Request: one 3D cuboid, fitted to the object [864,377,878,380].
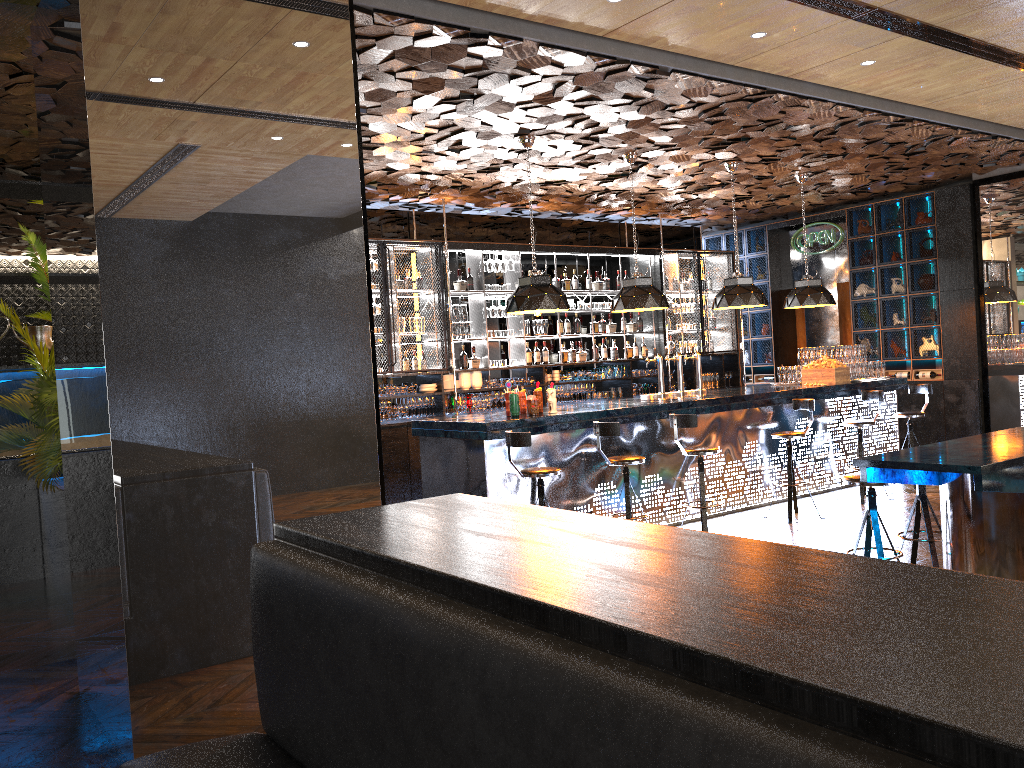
[{"bbox_3d":[4.061,-0.055,10.487,0.273,0.019,0.437,-4,2,-36],"label":"object"}]

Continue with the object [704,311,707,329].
[{"bbox_3d":[2.898,-0.960,13.235,0.086,0.299,0.086,-3,1,13],"label":"object"}]

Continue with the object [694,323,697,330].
[{"bbox_3d":[2.707,-0.841,12.983,0.089,0.092,0.089,-2,2,39],"label":"object"}]

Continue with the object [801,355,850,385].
[{"bbox_3d":[3.588,-0.170,10.119,0.340,0.332,0.464,-4,2,-32],"label":"object"}]

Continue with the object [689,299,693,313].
[{"bbox_3d":[2.650,-1.177,13.147,0.092,0.244,0.092,-5,2,-41],"label":"object"}]

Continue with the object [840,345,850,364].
[{"bbox_3d":[3.831,-0.341,10.220,0.105,0.209,0.105,-4,1,-11],"label":"object"}]

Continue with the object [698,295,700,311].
[{"bbox_3d":[2.746,-1.180,13.014,0.092,0.244,0.092,-5,2,-41],"label":"object"}]

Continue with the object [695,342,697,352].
[{"bbox_3d":[2.703,-0.535,13.108,0.105,0.209,0.105,-2,2,39],"label":"object"}]

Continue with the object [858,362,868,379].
[{"bbox_3d":[4.086,-0.150,10.336,0.105,0.209,0.105,-4,1,-11],"label":"object"}]

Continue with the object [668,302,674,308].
[{"bbox_3d":[2.268,-1.132,12.704,0.089,0.092,0.089,-3,1,15],"label":"object"}]

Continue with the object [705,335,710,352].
[{"bbox_3d":[2.890,-0.587,13.217,0.083,0.282,0.083,-2,2,39],"label":"object"}]

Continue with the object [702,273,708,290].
[{"bbox_3d":[2.866,-1.521,13.220,0.083,0.282,0.083,-4,1,-21],"label":"object"}]

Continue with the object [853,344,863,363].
[{"bbox_3d":[4.054,-0.359,10.392,0.105,0.209,0.105,-4,1,-11],"label":"object"}]

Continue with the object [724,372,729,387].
[{"bbox_3d":[3.158,-0.063,13.131,0.101,0.227,0.101,-3,2,32],"label":"object"}]

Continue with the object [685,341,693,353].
[{"bbox_3d":[2.573,-0.522,12.877,0.105,0.209,0.105,-2,2,39],"label":"object"}]

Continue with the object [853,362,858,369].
[{"bbox_3d":[4.029,-0.149,10.437,0.105,0.209,0.105,-4,1,-11],"label":"object"}]

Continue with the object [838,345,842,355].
[{"bbox_3d":[3.843,-0.345,10.379,0.105,0.209,0.105,-4,1,-11],"label":"object"}]

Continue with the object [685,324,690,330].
[{"bbox_3d":[2.556,-0.830,12.949,0.089,0.092,0.089,-4,2,-35],"label":"object"}]

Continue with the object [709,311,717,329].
[{"bbox_3d":[3.010,-0.960,13.311,0.083,0.282,0.083,-4,1,-26],"label":"object"}]

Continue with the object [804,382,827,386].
[{"bbox_3d":[3.370,0.003,9.840,0.198,0.045,0.377,-3,1,3],"label":"object"}]

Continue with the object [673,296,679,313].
[{"bbox_3d":[2.396,-1.157,12.965,0.092,0.244,0.092,-5,2,-41],"label":"object"}]

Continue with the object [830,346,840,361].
[{"bbox_3d":[3.755,-0.338,10.309,0.105,0.209,0.105,-4,1,-11],"label":"object"}]

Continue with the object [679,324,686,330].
[{"bbox_3d":[2.465,-0.822,12.814,0.089,0.092,0.089,-2,2,39],"label":"object"}]

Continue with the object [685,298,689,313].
[{"bbox_3d":[2.566,-1.171,13.087,0.092,0.244,0.092,-5,2,-41],"label":"object"}]

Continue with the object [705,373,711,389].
[{"bbox_3d":[2.859,-0.043,12.926,0.079,0.231,0.079,-4,1,-9],"label":"object"}]

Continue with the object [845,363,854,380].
[{"bbox_3d":[3.862,-0.132,10.164,0.105,0.209,0.105,-4,1,-11],"label":"object"}]

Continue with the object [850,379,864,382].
[{"bbox_3d":[3.837,-0.037,10.315,0.273,0.019,0.437,-4,2,-36],"label":"object"}]

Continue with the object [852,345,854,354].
[{"bbox_3d":[4.067,-0.363,10.551,0.105,0.209,0.105,-4,1,-11],"label":"object"}]

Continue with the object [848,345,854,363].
[{"bbox_3d":[3.902,-0.347,10.277,0.105,0.209,0.105,-4,1,-11],"label":"object"}]

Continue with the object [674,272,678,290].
[{"bbox_3d":[2.384,-1.485,12.872,0.083,0.282,0.083,-4,2,-36],"label":"object"}]

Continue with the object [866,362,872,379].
[{"bbox_3d":[4.168,-0.157,10.412,0.105,0.209,0.105,-4,1,-11],"label":"object"}]

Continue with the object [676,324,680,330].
[{"bbox_3d":[2.437,-0.822,12.917,0.089,0.092,0.089,-3,1,21],"label":"object"}]

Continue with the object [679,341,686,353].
[{"bbox_3d":[2.500,-0.519,12.967,0.105,0.209,0.105,-2,2,39],"label":"object"}]

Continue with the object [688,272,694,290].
[{"bbox_3d":[2.638,-1.504,13.055,0.083,0.282,0.083,-2,2,39],"label":"object"}]

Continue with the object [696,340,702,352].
[{"bbox_3d":[2.757,-0.536,13.013,0.105,0.209,0.105,-2,2,39],"label":"object"}]

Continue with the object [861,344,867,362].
[{"bbox_3d":[4.126,-0.364,10.448,0.105,0.209,0.105,-4,1,-11],"label":"object"}]

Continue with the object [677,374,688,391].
[{"bbox_3d":[2.437,-0.020,12.705,0.158,0.248,0.158,-5,2,-41],"label":"object"}]

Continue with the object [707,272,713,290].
[{"bbox_3d":[2.963,-1.538,13.323,0.086,0.298,0.086,-3,1,18],"label":"object"}]

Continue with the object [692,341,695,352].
[{"bbox_3d":[2.634,-0.528,12.999,0.105,0.209,0.105,-2,2,39],"label":"object"}]

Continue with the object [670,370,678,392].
[{"bbox_3d":[2.287,-0.043,12.668,0.170,0.313,0.170,-5,2,-41],"label":"object"}]

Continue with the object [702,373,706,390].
[{"bbox_3d":[2.778,-0.036,12.870,0.079,0.231,0.079,-3,2,31],"label":"object"}]

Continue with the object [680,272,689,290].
[{"bbox_3d":[2.509,-1.492,12.964,0.123,0.279,0.123,-4,2,-32],"label":"object"}]

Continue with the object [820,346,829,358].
[{"bbox_3d":[3.783,-0.350,10.748,0.105,0.209,0.105,-4,1,-11],"label":"object"}]

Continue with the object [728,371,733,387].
[{"bbox_3d":[3.251,-0.072,13.247,0.101,0.227,0.101,-3,2,32],"label":"object"}]

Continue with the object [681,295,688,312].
[{"bbox_3d":[2.492,-1.160,12.831,0.092,0.244,0.092,-5,2,-41],"label":"object"}]

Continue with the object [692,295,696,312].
[{"bbox_3d":[2.662,-1.173,12.953,0.092,0.244,0.092,-5,2,-41],"label":"object"}]

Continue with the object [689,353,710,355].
[{"bbox_3d":[2.652,-0.434,12.976,0.437,0.019,0.273,-4,2,-36],"label":"object"}]

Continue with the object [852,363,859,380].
[{"bbox_3d":[3.944,-0.139,10.240,0.105,0.209,0.105,-4,1,-11],"label":"object"}]

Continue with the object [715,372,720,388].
[{"bbox_3d":[3.016,-0.055,13.038,0.079,0.231,0.079,-5,2,-39],"label":"object"}]

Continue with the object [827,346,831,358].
[{"bbox_3d":[3.855,-0.356,10.805,0.105,0.209,0.105,-4,1,-11],"label":"object"}]

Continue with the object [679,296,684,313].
[{"bbox_3d":[2.485,-1.164,13.029,0.092,0.244,0.092,-5,2,-41],"label":"object"}]

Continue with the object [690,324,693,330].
[{"bbox_3d":[2.640,-0.841,13.157,0.089,0.092,0.089,-2,2,39],"label":"object"}]

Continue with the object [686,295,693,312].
[{"bbox_3d":[2.582,-1.167,12.895,0.092,0.244,0.092,-5,2,-41],"label":"object"}]

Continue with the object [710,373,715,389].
[{"bbox_3d":[2.934,-0.049,12.977,0.079,0.231,0.079,-4,1,0],"label":"object"}]

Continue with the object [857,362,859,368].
[{"bbox_3d":[4.113,-0.156,10.506,0.105,0.209,0.105,-4,1,-11],"label":"object"}]

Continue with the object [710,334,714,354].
[{"bbox_3d":[2.983,-0.601,13.301,0.086,0.298,0.086,-3,1,13],"label":"object"}]
